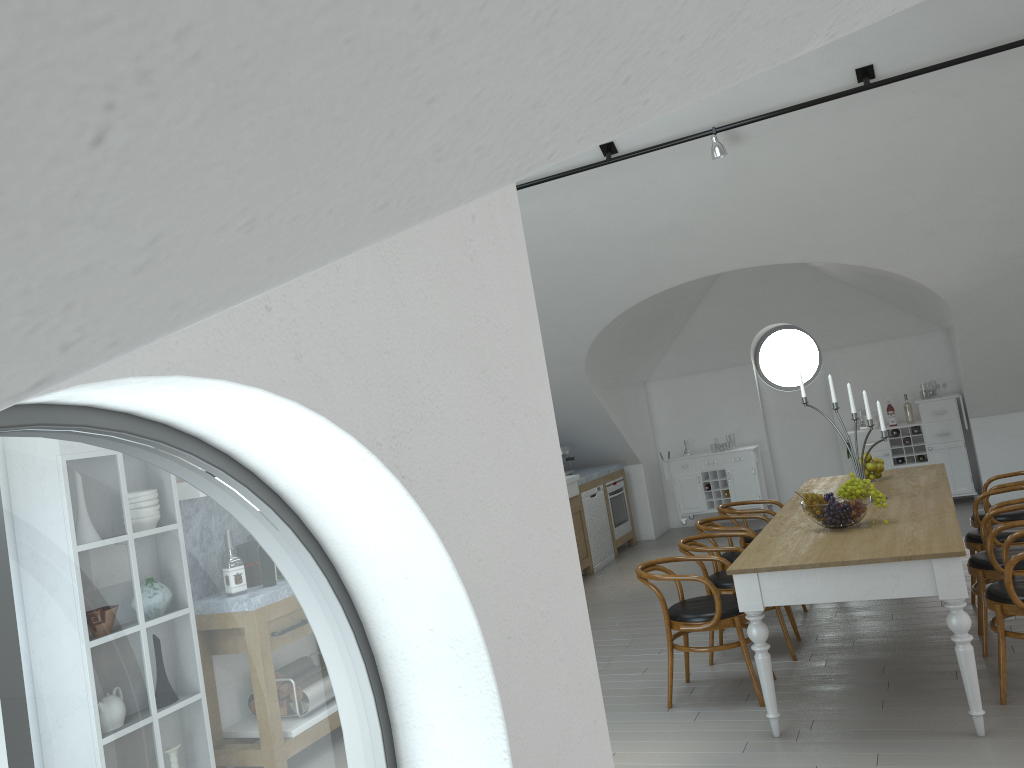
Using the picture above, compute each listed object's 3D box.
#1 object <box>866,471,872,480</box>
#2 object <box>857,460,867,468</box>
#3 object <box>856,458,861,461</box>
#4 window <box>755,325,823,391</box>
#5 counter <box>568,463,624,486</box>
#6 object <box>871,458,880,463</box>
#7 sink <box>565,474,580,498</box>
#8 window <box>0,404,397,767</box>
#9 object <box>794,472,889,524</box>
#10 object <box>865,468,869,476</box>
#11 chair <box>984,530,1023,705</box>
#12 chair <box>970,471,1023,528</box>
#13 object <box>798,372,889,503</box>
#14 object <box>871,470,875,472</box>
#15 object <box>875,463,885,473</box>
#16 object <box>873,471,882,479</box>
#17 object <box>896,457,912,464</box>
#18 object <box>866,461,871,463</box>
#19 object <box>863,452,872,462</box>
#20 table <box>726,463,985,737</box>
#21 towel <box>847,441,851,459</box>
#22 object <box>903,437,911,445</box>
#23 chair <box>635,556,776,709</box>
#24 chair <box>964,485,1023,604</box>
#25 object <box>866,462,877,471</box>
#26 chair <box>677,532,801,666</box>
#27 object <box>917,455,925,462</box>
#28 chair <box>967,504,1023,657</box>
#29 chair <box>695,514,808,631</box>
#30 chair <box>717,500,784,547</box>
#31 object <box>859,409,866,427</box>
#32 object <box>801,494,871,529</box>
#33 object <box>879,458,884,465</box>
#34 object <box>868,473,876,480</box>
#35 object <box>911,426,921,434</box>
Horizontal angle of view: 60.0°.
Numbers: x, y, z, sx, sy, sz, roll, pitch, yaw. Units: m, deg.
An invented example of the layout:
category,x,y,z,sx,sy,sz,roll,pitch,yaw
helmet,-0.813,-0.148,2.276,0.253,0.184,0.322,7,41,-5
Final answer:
category,x,y,z,sx,sy,sz,roll,pitch,yaw
object,2.573,0.658,6.435,0.080,0.074,0.078,-8,-4,-21
object,2.526,0.584,6.399,0.066,0.071,0.072,-9,-3,-6
object,2.545,0.569,6.484,0.062,0.060,0.062,-11,-4,25
window,3.375,-0.317,10.814,0.898,0.902,0.060,-11,-4,24
counter,-0.465,0.861,7.835,0.959,0.621,6.577,-11,-3,24
object,2.623,0.559,6.393,0.058,0.057,0.053,-12,-4,39
sink,0.172,1.092,8.701,0.725,0.202,1.021,-11,-3,24
window,-0.590,0.756,1.148,0.104,1.473,1.471,-11,-4,24
object,1.759,0.630,4.747,0.394,0.285,0.291,-9,-3,-12
object,2.535,0.637,6.371,0.059,0.056,0.059,-11,-3,19
chair,2.551,1.055,4.141,0.620,0.736,0.527,-11,-4,28
chair,3.497,0.984,6.103,0.620,0.736,0.527,-11,-4,27
object,2.144,0.306,5.658,0.265,0.877,0.773,-9,-3,-1
object,2.628,0.602,6.465,0.076,0.076,0.076,-9,-3,-9
object,2.633,0.602,6.357,0.071,0.072,0.070,-9,-3,-11
object,2.642,0.653,6.410,0.063,0.063,0.064,-12,-4,35
object,4.334,0.832,9.802,0.155,0.085,0.331,-11,-3,26
object,2.583,0.577,6.446,0.053,0.051,0.052,-9,-3,-5
object,2.566,0.530,6.410,0.072,0.074,0.072,-11,-4,24
table,2.220,1.132,5.441,1.016,0.800,3.350,-11,-3,24
towel,3.851,0.745,10.138,0.049,0.204,0.150,-11,-4,25
object,4.367,0.628,9.790,0.085,0.085,0.331,-11,-3,24
chair,1.047,1.339,4.888,0.620,0.736,0.527,-11,-4,24
chair,3.135,1.017,5.474,0.620,0.736,0.527,-11,-4,20
object,2.571,0.591,6.340,0.071,0.064,0.072,-10,-3,18
chair,1.402,1.308,5.522,0.620,0.736,0.527,-11,-4,21
object,4.487,0.806,9.724,0.081,0.081,0.358,-11,-3,22
chair,2.818,1.041,4.819,0.620,0.736,0.527,-11,-4,24
chair,1.652,1.296,6.208,0.620,0.736,0.527,-11,-4,27
chair,1.962,1.274,6.862,0.620,0.736,0.527,-11,-4,21
object,4.029,0.393,10.191,0.115,0.209,0.065,-11,-4,27
object,1.753,0.696,4.766,0.360,0.160,0.359,-10,-3,5
object,2.668,0.570,6.430,0.063,0.063,0.062,-9,-3,-13
object,2.587,0.668,6.368,0.049,0.050,0.051,-11,-4,28
object,4.439,0.506,9.740,0.087,0.085,0.360,-11,-3,24
